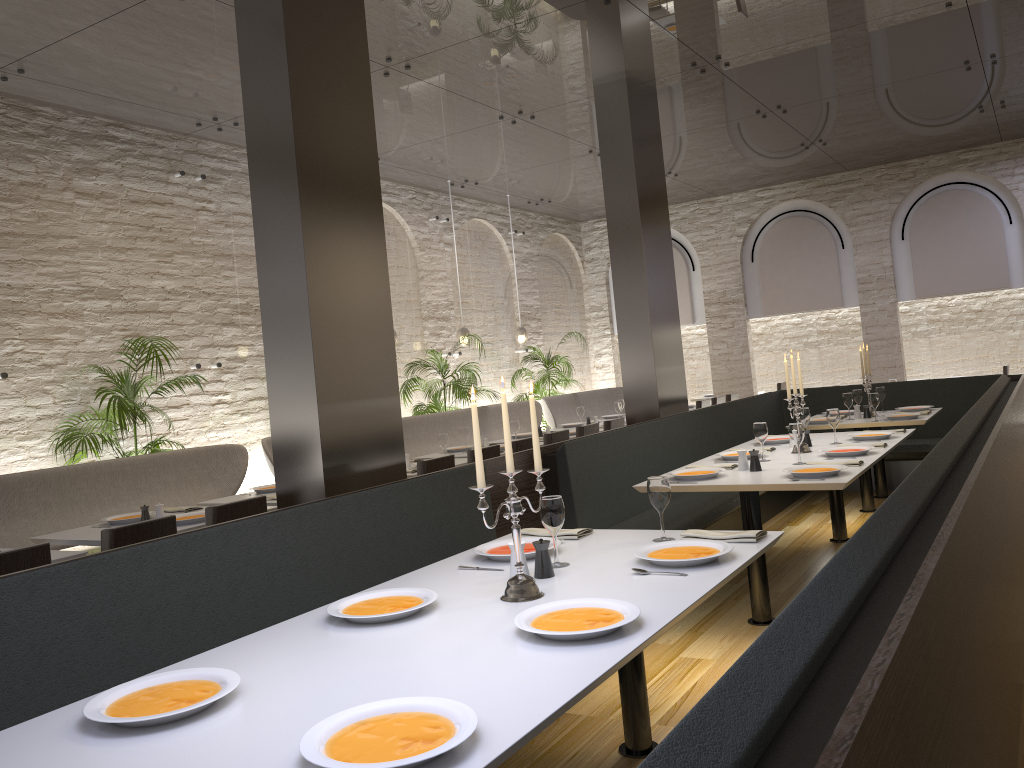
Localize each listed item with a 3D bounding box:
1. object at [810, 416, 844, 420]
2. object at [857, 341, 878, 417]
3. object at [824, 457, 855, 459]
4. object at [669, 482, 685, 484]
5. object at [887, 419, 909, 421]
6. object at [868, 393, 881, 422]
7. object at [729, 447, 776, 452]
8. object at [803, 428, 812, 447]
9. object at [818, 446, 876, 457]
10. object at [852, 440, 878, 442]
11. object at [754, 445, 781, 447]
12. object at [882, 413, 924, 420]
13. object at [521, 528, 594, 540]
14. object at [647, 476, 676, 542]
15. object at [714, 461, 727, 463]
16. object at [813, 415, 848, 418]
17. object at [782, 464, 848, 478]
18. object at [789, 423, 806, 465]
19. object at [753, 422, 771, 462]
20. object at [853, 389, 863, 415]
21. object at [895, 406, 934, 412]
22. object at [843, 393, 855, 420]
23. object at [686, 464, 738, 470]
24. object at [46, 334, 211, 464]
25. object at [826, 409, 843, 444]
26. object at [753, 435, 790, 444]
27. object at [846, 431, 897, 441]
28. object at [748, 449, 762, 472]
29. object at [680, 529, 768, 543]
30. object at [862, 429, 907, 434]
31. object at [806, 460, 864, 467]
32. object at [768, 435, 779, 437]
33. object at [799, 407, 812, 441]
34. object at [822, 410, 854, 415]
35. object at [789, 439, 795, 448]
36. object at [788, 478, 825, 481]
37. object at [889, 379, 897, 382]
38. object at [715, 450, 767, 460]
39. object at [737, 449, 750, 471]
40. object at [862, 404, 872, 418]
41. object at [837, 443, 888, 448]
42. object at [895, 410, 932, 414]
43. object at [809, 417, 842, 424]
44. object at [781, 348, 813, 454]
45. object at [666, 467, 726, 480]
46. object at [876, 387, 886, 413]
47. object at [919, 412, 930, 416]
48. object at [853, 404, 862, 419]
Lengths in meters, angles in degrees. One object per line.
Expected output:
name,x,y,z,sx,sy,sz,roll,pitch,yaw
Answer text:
object,2.773,0.309,7.815,0.272,0.033,0.143,-5,1,31
object,3.096,-0.043,7.729,0.131,0.657,0.390,-7,-2,42
object,1.872,0.420,5.063,0.181,0.015,0.038,-5,0,33
object,0.891,0.519,4.669,0.185,0.010,0.017,-5,0,31
object,3.092,0.286,7.077,0.181,0.015,0.038,-5,0,33
object,2.963,0.190,7.234,0.086,0.231,0.086,-5,-2,-23
object,1.592,0.439,5.864,0.272,0.033,0.143,-5,1,31
object,1.943,0.356,5.849,0.068,0.127,0.069,-6,-1,25
object,1.976,0.401,5.229,0.322,0.036,0.321,-6,1,-39
object,2.317,0.371,5.798,0.181,0.015,0.038,-5,0,33
object,1.762,0.424,6.109,0.185,0.010,0.017,-5,0,31
object,3.188,0.268,7.231,0.321,0.036,0.321,-5,1,7
object,0.170,0.589,3.516,0.272,0.033,0.143,-5,1,31
object,0.543,0.456,3.237,0.086,0.231,0.086,-7,-2,43
object,1.317,0.473,5.374,0.185,0.010,0.017,-5,0,31
object,2.853,0.300,7.947,0.272,0.033,0.143,-5,1,31
object,1.548,0.448,4.521,0.321,0.036,0.321,-5,1,7
object,1.616,0.338,5.010,0.086,0.231,0.086,-5,-2,-17
object,1.494,0.347,5.301,0.086,0.231,0.086,-6,-2,31
object,3.129,0.167,8.001,0.086,0.231,0.086,-5,-2,-23
object,3.574,0.225,7.869,0.321,0.036,0.321,-6,1,-10
object,2.894,0.193,7.613,0.086,0.231,0.086,-5,-2,-23
object,1.166,0.486,5.159,0.272,0.033,0.143,-5,1,31
object,-2.869,0.644,6.744,1.190,1.977,1.142,-5,-1,-28
object,2.133,0.281,5.863,0.086,0.231,0.086,-7,-2,43
object,1.878,0.401,6.286,0.321,0.036,0.322,-5,1,27
object,2.417,0.353,5.956,0.321,0.036,0.322,-5,1,27
object,1.340,0.422,4.889,0.069,0.127,0.068,-5,-1,-27
object,0.755,0.537,3.160,0.272,0.033,0.143,-5,1,31
object,2.622,0.338,6.243,0.272,0.033,0.143,-5,1,31
object,1.751,0.433,4.804,0.272,0.033,0.143,-5,1,31
object,2.037,0.390,6.599,0.272,0.033,0.143,-5,1,31
object,2.064,0.284,6.241,0.086,0.231,0.086,-7,-2,43
object,3.036,0.273,8.199,0.321,0.036,0.322,-5,1,27
object,1.874,0.362,5.895,0.068,0.127,0.069,-6,-1,25
object,1.446,0.467,4.358,0.181,0.015,0.038,-5,0,33
object,4.070,0.064,9.446,0.086,0.231,0.086,-5,-2,-29
object,1.437,0.449,5.558,0.322,0.036,0.321,-6,1,-39
object,1.296,0.425,4.974,0.069,0.127,0.068,-4,-2,-36
object,3.047,0.235,7.611,0.069,0.127,0.068,-5,-1,-17
object,2.177,0.387,5.508,0.272,0.033,0.143,-5,1,31
object,3.435,0.248,7.586,0.272,0.033,0.143,-5,1,31
object,2.649,0.316,7.561,0.321,0.036,0.321,-5,1,7
object,1.784,0.102,5.561,0.131,0.657,0.390,-7,-2,42
object,1.009,0.496,4.851,0.321,0.036,0.322,-5,1,29
object,3.368,0.143,8.075,0.086,0.231,0.086,-5,-2,1
object,3.355,0.257,7.454,0.272,0.033,0.143,-5,1,31
object,2.991,0.240,7.673,0.069,0.127,0.068,-5,-1,-17
